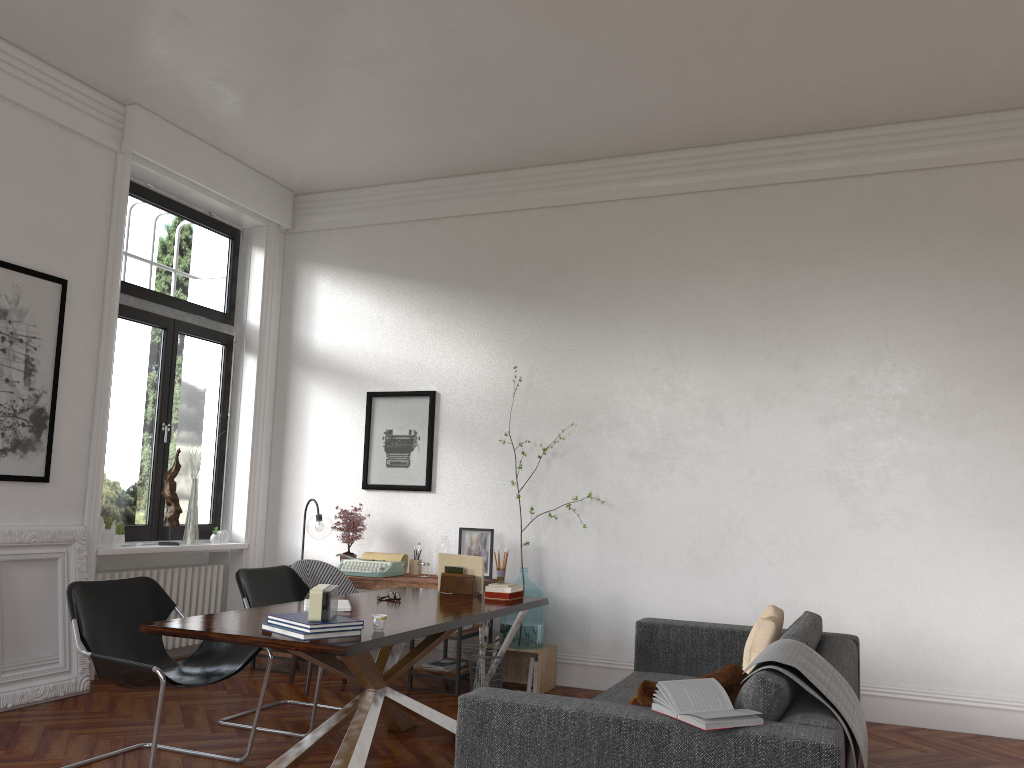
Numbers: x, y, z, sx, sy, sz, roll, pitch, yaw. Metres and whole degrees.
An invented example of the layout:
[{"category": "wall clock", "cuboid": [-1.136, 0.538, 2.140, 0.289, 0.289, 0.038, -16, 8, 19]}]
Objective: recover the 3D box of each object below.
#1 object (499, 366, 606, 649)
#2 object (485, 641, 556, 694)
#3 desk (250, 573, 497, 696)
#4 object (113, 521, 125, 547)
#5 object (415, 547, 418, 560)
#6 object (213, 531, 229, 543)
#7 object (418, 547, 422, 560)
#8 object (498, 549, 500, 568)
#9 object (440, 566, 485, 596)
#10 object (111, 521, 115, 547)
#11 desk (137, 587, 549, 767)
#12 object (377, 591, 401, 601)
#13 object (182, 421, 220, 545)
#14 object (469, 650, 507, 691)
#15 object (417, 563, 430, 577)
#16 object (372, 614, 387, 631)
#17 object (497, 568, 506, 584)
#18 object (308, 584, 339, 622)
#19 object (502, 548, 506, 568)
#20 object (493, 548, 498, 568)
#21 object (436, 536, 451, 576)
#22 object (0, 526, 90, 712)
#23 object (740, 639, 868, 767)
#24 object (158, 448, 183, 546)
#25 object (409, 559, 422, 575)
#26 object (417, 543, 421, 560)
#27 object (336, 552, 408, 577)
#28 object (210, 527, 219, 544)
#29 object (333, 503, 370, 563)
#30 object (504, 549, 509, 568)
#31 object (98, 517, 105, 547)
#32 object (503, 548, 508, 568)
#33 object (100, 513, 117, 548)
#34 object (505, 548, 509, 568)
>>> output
[{"category": "object", "cuboid": [0.280, 0.877, 6.507, 0.807, 2.053, 0.354, 2, -7, 3]}, {"category": "object", "cuboid": [0.052, 2.042, 6.369, 0.435, 0.316, 0.342, -1, -8, 22]}, {"category": "desk", "cuboid": [-1.060, 1.811, 6.654, 1.798, 0.756, 0.649, -1, -8, 22]}, {"category": "object", "cuboid": [-2.836, 1.078, 6.398, 0.097, 0.185, 0.099, 9, -10, -44]}, {"category": "object", "cuboid": [-0.742, 1.360, 6.838, 0.008, 0.206, 0.054, 1, -7, 10]}, {"category": "object", "cuboid": [-2.432, 1.276, 7.412, 0.132, 0.097, 0.135, 3, -7, -7]}, {"category": "object", "cuboid": [-0.722, 1.359, 6.826, 0.054, 0.206, 0.008, 1, -7, 5]}, {"category": "object", "cuboid": [-0.075, 1.083, 5.312, 0.008, 0.192, 0.049, -1, -7, 27]}, {"category": "object", "cuboid": [-0.305, 1.200, 5.439, 0.228, 0.166, 0.150, -1, -8, 22]}, {"category": "object", "cuboid": [-2.838, 1.059, 6.266, 0.051, 0.188, 0.051, 6, -8, -32]}, {"category": "desk", "cuboid": [-0.681, 1.516, 4.476, 1.030, 0.749, 2.232, -1, -8, 22]}, {"category": "object", "cuboid": [-0.690, 1.178, 4.936, 0.133, 0.047, 0.115, 4, -8, -14]}, {"category": "object", "cuboid": [-2.472, 0.750, 7.065, 0.289, 1.051, 0.296, -1, -7, 25]}, {"category": "object", "cuboid": [-0.173, 2.001, 6.074, 0.261, 0.304, 0.261, 4, -7, -13]}, {"category": "object", "cuboid": [-0.662, 1.388, 6.622, 0.093, 0.101, 0.093, 0, -7, 14]}, {"category": "object", "cuboid": [-0.567, 1.008, 3.737, 0.064, 0.065, 0.082, -5, -10, 43]}, {"category": "object", "cuboid": [-0.066, 1.152, 5.330, 0.058, 0.091, 0.058, 1, -7, 9]}, {"category": "object", "cuboid": [-0.774, 0.900, 3.656, 0.082, 0.125, 0.276, 3, -8, -4]}, {"category": "object", "cuboid": [-0.054, 1.089, 5.363, 0.038, 0.194, 0.008, 8, -9, -41]}, {"category": "object", "cuboid": [-0.092, 1.085, 5.333, 0.049, 0.192, 0.008, 3, -7, -8]}, {"category": "object", "cuboid": [-0.521, 1.308, 6.740, 0.112, 0.301, 0.112, 6, -8, -31]}, {"category": "object", "cuboid": [-2.941, 1.413, 5.434, 0.233, 1.059, 0.832, -1, -8, 22]}, {"category": "object", "cuboid": [1.096, 1.181, 3.275, 0.400, 0.386, 0.754, -1, -8, 22]}, {"category": "object", "cuboid": [-2.606, 0.861, 6.802, 0.165, 0.752, 0.143, 5, -7, -25]}, {"category": "object", "cuboid": [-0.742, 1.405, 6.808, 0.075, 0.113, 0.058, -1, -7, 22]}, {"category": "object", "cuboid": [-0.726, 1.344, 6.841, 0.023, 0.238, 0.028, 0, -7, 19]}, {"category": "object", "cuboid": [-1.097, 1.350, 6.671, 0.535, 0.148, 0.485, -1, -8, 21]}, {"category": "object", "cuboid": [-2.419, 1.232, 7.224, 0.072, 0.134, 0.072, 8, -9, -42]}, {"category": "object", "cuboid": [-1.302, 1.209, 7.064, 0.290, 0.527, 0.309, 5, -7, -22]}, {"category": "object", "cuboid": [-0.042, 1.085, 5.320, 0.008, 0.192, 0.049, 8, -9, -43]}, {"category": "object", "cuboid": [-2.885, 1.037, 6.215, 0.051, 0.212, 0.051, 6, -8, -32]}, {"category": "object", "cuboid": [-0.044, 1.089, 5.357, 0.044, 0.193, 0.008, 7, -8, -37]}, {"category": "object", "cuboid": [-2.810, 1.019, 6.171, 0.098, 0.243, 0.103, 2, -7, 0]}, {"category": "object", "cuboid": [-0.037, 1.085, 5.333, 0.037, 0.194, 0.008, -3, -8, 35]}]
